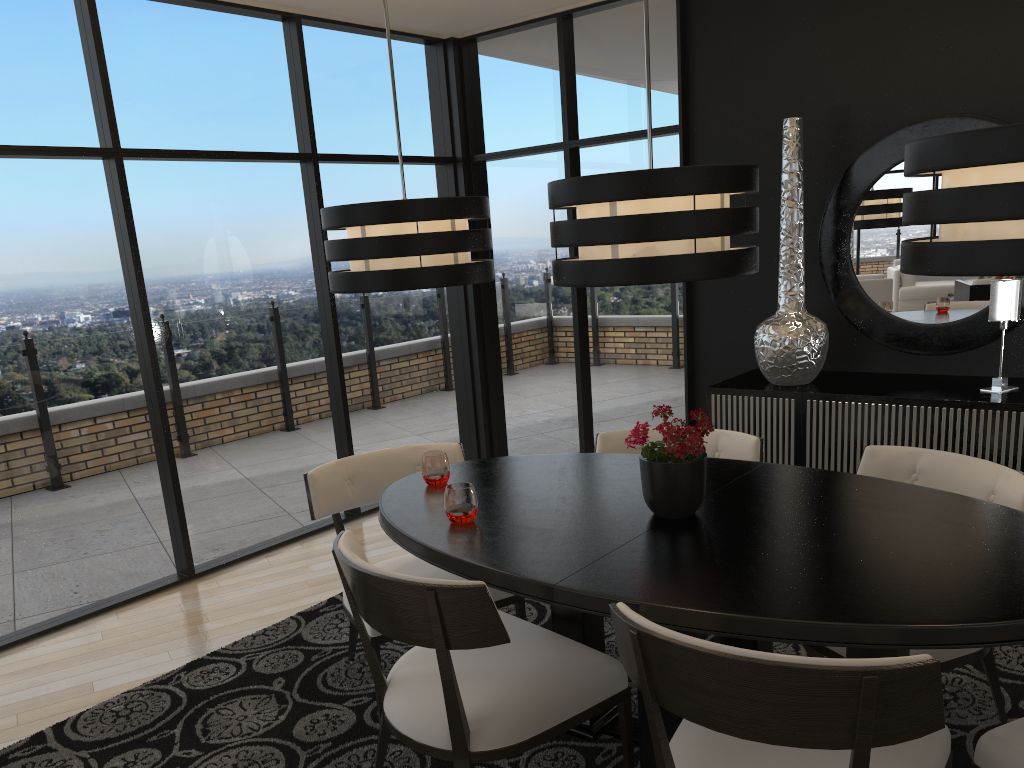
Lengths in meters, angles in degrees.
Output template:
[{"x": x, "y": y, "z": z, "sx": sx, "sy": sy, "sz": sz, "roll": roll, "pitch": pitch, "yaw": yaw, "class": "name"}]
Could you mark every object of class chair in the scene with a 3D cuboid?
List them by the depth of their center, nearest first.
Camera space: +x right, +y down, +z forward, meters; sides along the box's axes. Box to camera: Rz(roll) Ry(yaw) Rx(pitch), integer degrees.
[{"x": 1.388, "y": 0.789, "z": 1.782, "sx": 0.639, "sy": 0.823, "sz": 0.606, "roll": -9, "pitch": 14, "yaw": -22, "class": "chair"}, {"x": 0.590, "y": 0.825, "z": 1.921, "sx": 0.641, "sy": 0.823, "sz": 0.605, "roll": 4, "pitch": 15, "yaw": 31, "class": "chair"}, {"x": -0.107, "y": 0.793, "z": 2.428, "sx": 0.608, "sy": 0.823, "sz": 0.637, "roll": -15, "pitch": 16, "yaw": -40, "class": "chair"}, {"x": 1.163, "y": 0.654, "z": 2.687, "sx": 0.613, "sy": 0.823, "sz": 0.633, "roll": -9, "pitch": 14, "yaw": -22, "class": "chair"}, {"x": 0.562, "y": 0.612, "z": 3.206, "sx": 0.642, "sy": 0.823, "sz": 0.604, "roll": 2, "pitch": 14, "yaw": 24, "class": "chair"}, {"x": -0.348, "y": 0.680, "z": 3.207, "sx": 0.637, "sy": 0.823, "sz": 0.608, "roll": -11, "pitch": 15, "yaw": -29, "class": "chair"}]

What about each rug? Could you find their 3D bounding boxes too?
[{"x": 0.482, "y": 1.111, "z": 2.719, "sx": 3.705, "sy": 0.011, "sz": 2.675, "roll": 3, "pitch": 12, "yaw": 38, "class": "rug"}]

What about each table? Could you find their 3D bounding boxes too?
[{"x": 0.495, "y": 0.741, "z": 2.574, "sx": 2.095, "sy": 0.785, "sz": 1.191, "roll": 4, "pitch": 14, "yaw": 40, "class": "table"}]

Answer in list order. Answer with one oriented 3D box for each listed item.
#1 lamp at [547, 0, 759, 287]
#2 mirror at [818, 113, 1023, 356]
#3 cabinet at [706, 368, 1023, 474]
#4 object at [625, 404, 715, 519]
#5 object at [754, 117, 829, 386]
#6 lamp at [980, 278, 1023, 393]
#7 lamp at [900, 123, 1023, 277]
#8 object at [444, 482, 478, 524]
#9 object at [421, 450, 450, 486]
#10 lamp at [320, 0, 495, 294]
[{"x": 0.330, "y": -0.937, "z": 2.174, "sx": 0.533, "sy": 1.357, "sz": 0.527, "roll": 6, "pitch": 17, "yaw": 37, "class": "lamp"}, {"x": 1.951, "y": -0.667, "z": 4.067, "sx": 1.071, "sy": 1.101, "sz": 0.025, "roll": 5, "pitch": 17, "yaw": 38, "class": "mirror"}, {"x": 2.036, "y": 0.395, "z": 3.960, "sx": 2.227, "sy": 0.783, "sz": 0.601, "roll": 4, "pitch": 15, "yaw": 38, "class": "cabinet"}, {"x": 0.441, "y": 0.218, "z": 2.431, "sx": 0.236, "sy": 0.304, "sz": 0.225, "roll": 7, "pitch": 17, "yaw": 40, "class": "object"}, {"x": 1.313, "y": -0.604, "z": 4.143, "sx": 0.339, "sy": 1.235, "sz": 0.340, "roll": -17, "pitch": 19, "yaw": -40, "class": "object"}, {"x": 2.072, "y": -0.205, "z": 3.725, "sx": 0.131, "sy": 0.475, "sz": 0.123, "roll": -12, "pitch": 16, "yaw": -28, "class": "lamp"}, {"x": 1.031, "y": -0.896, "z": 1.620, "sx": 0.533, "sy": 1.357, "sz": 0.527, "roll": 6, "pitch": 17, "yaw": 37, "class": "lamp"}, {"x": -0.147, "y": 0.343, "z": 2.530, "sx": 0.094, "sy": 0.108, "sz": 0.094, "roll": -14, "pitch": 16, "yaw": -39, "class": "object"}, {"x": -0.254, "y": 0.282, "z": 2.939, "sx": 0.095, "sy": 0.108, "sz": 0.093, "roll": -3, "pitch": 12, "yaw": 5, "class": "object"}, {"x": -0.372, "y": -0.977, "z": 2.728, "sx": 0.533, "sy": 1.357, "sz": 0.527, "roll": 6, "pitch": 17, "yaw": 37, "class": "lamp"}]
